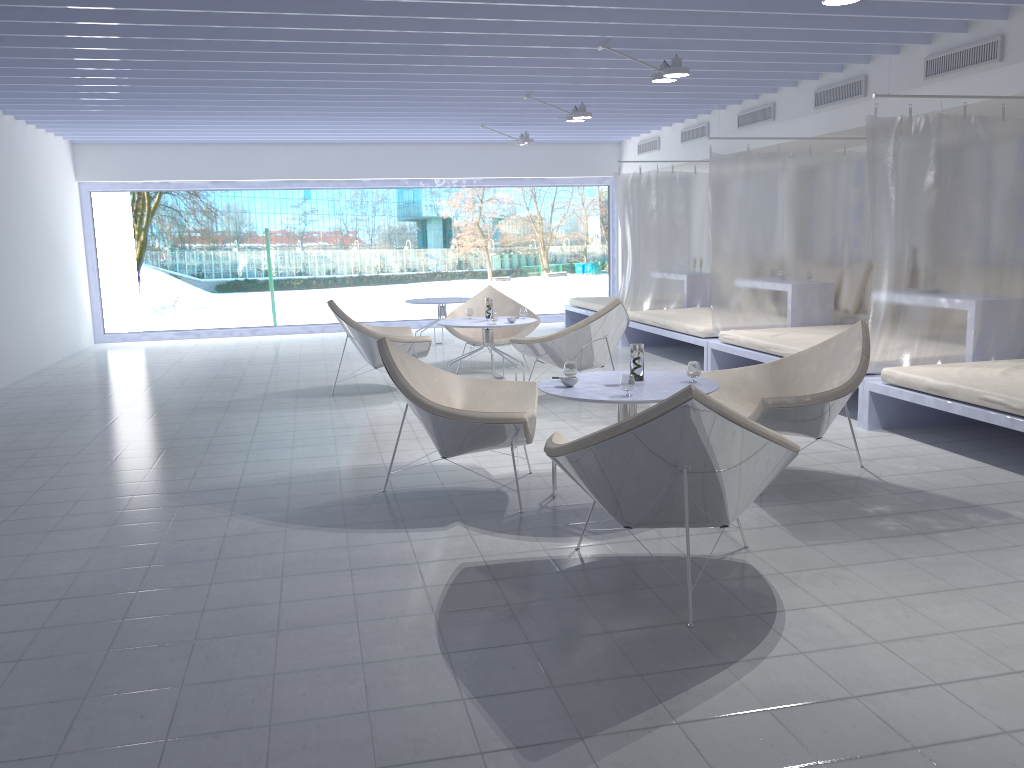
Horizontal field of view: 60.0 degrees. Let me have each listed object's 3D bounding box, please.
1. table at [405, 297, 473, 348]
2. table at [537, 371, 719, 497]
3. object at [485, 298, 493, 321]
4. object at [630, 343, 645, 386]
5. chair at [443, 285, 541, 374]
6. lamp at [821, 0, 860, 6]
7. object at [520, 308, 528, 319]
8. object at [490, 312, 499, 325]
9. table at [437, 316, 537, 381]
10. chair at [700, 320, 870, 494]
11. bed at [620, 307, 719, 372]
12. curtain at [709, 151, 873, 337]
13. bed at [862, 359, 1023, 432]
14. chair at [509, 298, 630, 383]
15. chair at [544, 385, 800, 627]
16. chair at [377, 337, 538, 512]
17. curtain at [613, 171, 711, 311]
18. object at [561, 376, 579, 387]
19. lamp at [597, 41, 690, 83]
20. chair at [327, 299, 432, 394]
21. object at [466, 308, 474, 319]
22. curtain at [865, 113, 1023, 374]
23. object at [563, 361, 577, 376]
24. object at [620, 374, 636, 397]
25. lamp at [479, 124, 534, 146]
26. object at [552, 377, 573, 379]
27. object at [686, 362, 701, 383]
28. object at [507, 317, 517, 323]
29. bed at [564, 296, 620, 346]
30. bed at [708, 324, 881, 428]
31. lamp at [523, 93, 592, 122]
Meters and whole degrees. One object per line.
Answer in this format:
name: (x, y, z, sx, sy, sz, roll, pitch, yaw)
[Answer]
table: (-0.782, -0.679, 9.975, 0.825, 0.534, 0.823, 5, 11, 34)
table: (0.536, 0.264, 4.120, 0.825, 0.534, 0.823, -8, 12, -35)
object: (-0.189, -0.617, 7.317, 0.075, 0.189, 0.075, -5, 10, -21)
object: (0.570, -0.089, 4.048, 0.075, 0.185, 0.075, 7, 12, 40)
chair: (-0.194, -0.534, 8.328, 0.906, 0.759, 0.753, -2, 9, -2)
lamp: (1.315, -1.822, 3.872, 0.587, 0.218, 0.380, -3, 10, -12)
object: (0.097, -0.591, 7.414, 0.068, 0.091, 0.068, -5, 10, -20)
object: (-0.139, -0.518, 7.006, 0.068, 0.091, 0.068, 1, 10, 16)
table: (-0.200, -0.256, 7.348, 0.825, 0.534, 0.823, -5, 10, -21)
chair: (1.436, 0.070, 4.462, 0.753, 0.759, 0.906, -3, 10, -9)
bed: (2.392, -0.509, 8.818, 2.016, 0.427, 2.200, -3, 10, -12)
curtain: (2.606, -1.196, 7.604, 1.998, 1.559, 0.125, -4, 10, -14)
bed: (3.365, 0.176, 4.565, 2.016, 0.427, 2.200, -3, 10, -12)
chair: (0.547, -0.284, 6.719, 0.906, 0.759, 0.753, -10, 13, -42)
chair: (0.564, 0.322, 3.077, 0.906, 0.759, 0.753, -1, 9, 2)
chair: (-0.271, 0.146, 4.256, 0.753, 0.759, 0.906, -1, 9, 5)
curtain: (2.078, -1.558, 9.729, 2.050, 1.552, 0.151, -3, 10, -12)
object: (0.262, -0.009, 4.042, 0.082, 0.043, 0.082, -3, 10, -11)
lamp: (0.855, -2.146, 5.884, 0.587, 0.218, 0.380, -3, 10, -12)
chair: (-1.104, -0.321, 7.178, 0.753, 0.759, 0.906, -4, 10, -17)
object: (-0.356, -0.599, 7.528, 0.068, 0.091, 0.068, 0, 10, 10)
curtain: (3.051, -0.873, 5.474, 2.050, 1.552, 0.151, -3, 10, -12)
object: (0.275, -0.059, 4.191, 0.068, 0.091, 0.068, -5, 10, -22)
object: (0.491, 0.006, 3.772, 0.068, 0.091, 0.068, -5, 10, -22)
lamp: (-0.070, -2.797, 9.929, 0.587, 0.218, 0.380, -3, 10, -12)
object: (0.230, -0.028, 4.036, 0.098, 0.016, 0.012, -4, 10, -13)
object: (0.836, -0.054, 4.082, 0.068, 0.091, 0.068, -5, 10, -22)
object: (-0.001, -0.509, 7.083, 0.082, 0.043, 0.082, -10, 13, -44)
bed: (1.921, -0.850, 10.950, 2.022, 0.422, 2.200, -3, 10, -12)
bed: (2.893, -0.165, 6.697, 2.022, 0.422, 2.200, -3, 10, -12)
lamp: (0.395, -2.470, 7.897, 0.587, 0.218, 0.380, -3, 10, -12)
